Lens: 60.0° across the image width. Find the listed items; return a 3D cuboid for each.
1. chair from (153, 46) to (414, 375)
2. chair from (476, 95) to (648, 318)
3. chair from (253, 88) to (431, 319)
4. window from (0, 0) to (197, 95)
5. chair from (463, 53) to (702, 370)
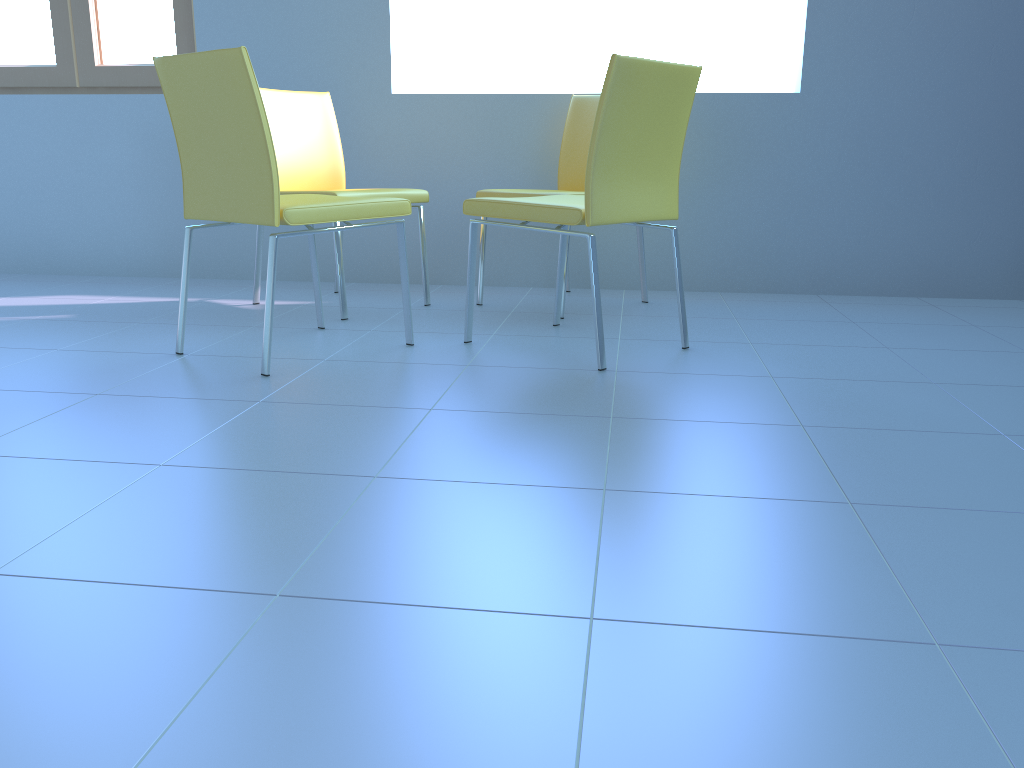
[{"bbox_3d":[-0.555,-0.428,2.180,0.387,0.695,0.484,12,18,37],"label":"chair"},{"bbox_3d":[0.187,-0.616,2.946,0.387,0.695,0.484,14,19,42],"label":"chair"},{"bbox_3d":[-0.578,-0.607,2.889,0.484,0.695,0.387,12,18,37],"label":"chair"},{"bbox_3d":[-1.917,-1.775,3.421,1.475,1.263,0.142,2,14,7],"label":"window"},{"bbox_3d":[0.180,-0.439,2.255,0.484,0.699,0.387,14,19,42],"label":"chair"}]
